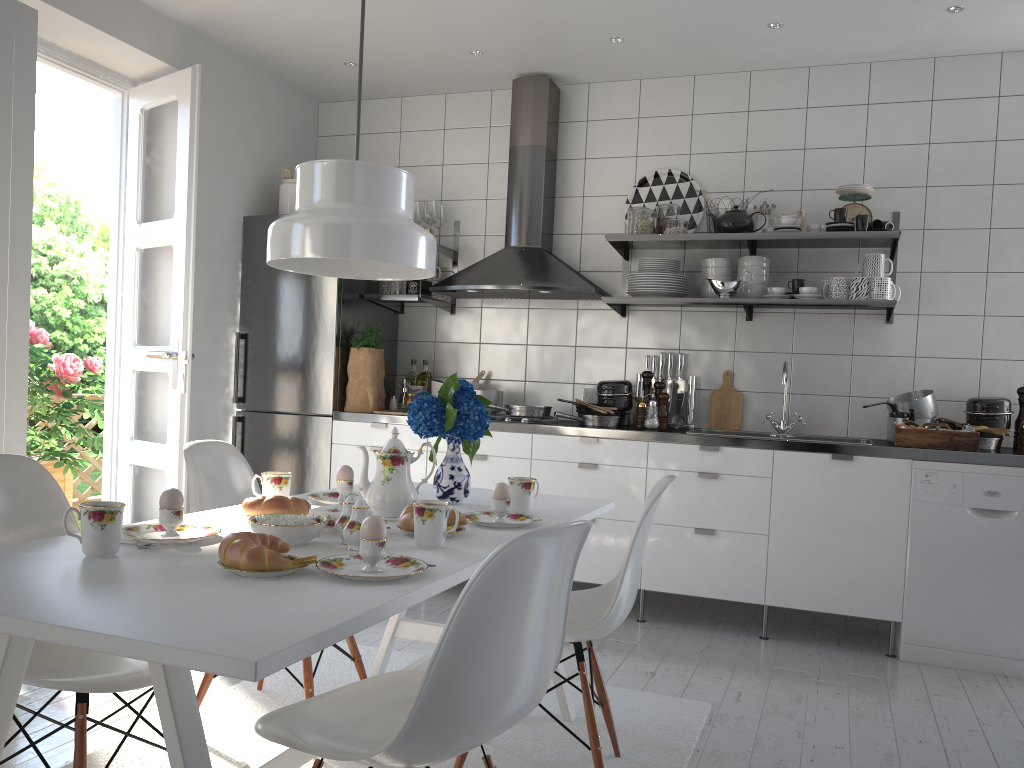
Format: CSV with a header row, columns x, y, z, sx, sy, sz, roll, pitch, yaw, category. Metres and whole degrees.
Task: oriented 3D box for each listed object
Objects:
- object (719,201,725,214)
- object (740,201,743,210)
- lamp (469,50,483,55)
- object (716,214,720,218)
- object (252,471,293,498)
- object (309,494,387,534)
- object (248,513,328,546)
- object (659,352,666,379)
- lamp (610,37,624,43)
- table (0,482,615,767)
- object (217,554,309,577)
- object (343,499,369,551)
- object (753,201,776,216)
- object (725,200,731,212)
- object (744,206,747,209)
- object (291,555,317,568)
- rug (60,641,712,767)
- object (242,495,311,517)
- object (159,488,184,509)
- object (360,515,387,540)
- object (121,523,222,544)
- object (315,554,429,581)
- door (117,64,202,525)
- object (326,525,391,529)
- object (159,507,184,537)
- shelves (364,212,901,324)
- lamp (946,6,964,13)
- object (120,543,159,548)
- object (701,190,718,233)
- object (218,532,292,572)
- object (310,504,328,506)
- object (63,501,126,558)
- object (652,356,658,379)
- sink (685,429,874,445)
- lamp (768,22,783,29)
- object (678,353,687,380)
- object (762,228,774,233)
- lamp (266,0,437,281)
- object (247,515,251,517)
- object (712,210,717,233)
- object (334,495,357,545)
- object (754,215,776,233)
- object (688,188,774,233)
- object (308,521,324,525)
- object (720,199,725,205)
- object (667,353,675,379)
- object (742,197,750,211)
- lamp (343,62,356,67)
x,y,z,sx,sy,sz,roll,pitch,yaw,category
1.015,-0.775,4.253,0.028,0.220,0.100,2,2,-8,object
1.079,-0.770,4.231,0.068,0.217,0.020,1,3,-44,object
-0.171,-1.581,4.200,0.064,0.030,0.064,3,0,13,lamp
0.989,-0.750,4.230,0.022,0.167,0.124,3,1,6,object
-0.603,0.273,2.253,0.078,0.095,0.091,3,1,19,object
-0.386,0.289,1.998,0.186,0.084,0.140,3,1,20,object
-0.462,0.299,1.826,0.158,0.058,0.158,3,0,10,object
0.744,-0.091,4.385,0.033,0.132,0.022,4,2,25,object
0.469,-1.550,3.965,0.064,0.030,0.064,3,0,13,lamp
-0.389,0.662,2.074,0.813,0.661,1.825,3,0,20,table
-0.436,0.321,1.557,0.158,0.016,0.158,3,0,-10,object
-0.309,0.284,1.794,0.069,0.102,0.065,3,2,20,object
1.180,-0.762,4.155,0.104,0.203,0.077,3,2,18,object
1.044,-0.778,4.257,0.025,0.227,0.085,2,2,-11,object
1.060,-0.753,4.170,0.090,0.181,0.023,3,2,-7,object
-0.401,0.314,1.558,0.109,0.036,0.070,3,0,-22,object
-0.421,0.992,2.046,1.425,0.004,2.309,3,0,20,rug
-0.552,0.286,2.081,0.161,0.058,0.124,3,0,-15,object
-0.697,0.244,1.815,0.048,0.063,0.048,3,2,24,object
-0.247,0.266,1.582,0.048,0.063,0.048,3,2,24,object
-0.701,0.308,1.818,0.201,0.016,0.200,3,0,-25,object
-0.250,0.330,1.584,0.200,0.016,0.201,3,0,35,object
-1.639,-0.230,4.055,0.601,2.330,0.156,5,3,40,door
-0.355,0.312,1.934,0.180,0.001,0.022,3,0,-6,object
-0.699,0.282,1.817,0.048,0.057,0.048,2,1,-29,object
0.499,-0.592,4.298,2.538,0.513,0.426,3,1,20,shelves
1.750,-1.489,3.495,0.064,0.030,0.064,3,0,13,lamp
-0.742,0.308,1.713,0.139,0.011,0.032,3,0,17,object
0.942,-0.791,4.184,0.113,0.250,0.021,4,2,25,object
-0.451,0.291,1.559,0.124,0.058,0.160,3,0,-15,object
-0.505,0.320,2.355,0.139,0.011,0.032,3,0,24,object
-0.754,0.266,1.616,0.091,0.095,0.078,3,1,7,object
0.707,-0.084,4.399,0.027,0.114,0.019,3,2,16,object
1.178,0.284,3.917,0.765,0.112,0.487,3,0,20,sink
1.110,-1.519,3.730,0.064,0.030,0.064,3,0,13,lamp
0.837,-0.086,4.350,0.046,0.132,0.022,4,2,24,object
1.175,-0.678,4.020,0.079,0.048,0.082,3,1,-5,object
-0.328,-0.918,1.971,0.373,1.325,0.373,1,3,-38,lamp
-0.550,0.316,2.099,0.158,0.016,0.158,3,0,-10,object
0.975,-0.759,4.250,0.023,0.186,0.080,3,2,-6,object
-0.338,0.283,1.855,0.069,0.102,0.065,3,2,20,object
1.181,-0.719,4.144,0.084,0.130,0.084,3,2,-2,object
1.029,-0.801,4.201,0.378,0.279,0.198,3,1,3,object
-0.409,0.283,1.799,0.031,0.032,0.138,2,0,-25,object
1.015,-0.781,4.274,0.029,0.232,0.063,3,2,8,object
0.784,-0.089,4.370,0.033,0.132,0.022,4,2,25,object
1.077,-0.775,4.209,0.085,0.227,0.027,3,2,3,object
-0.811,-1.612,4.435,0.064,0.030,0.064,3,0,13,lamp
